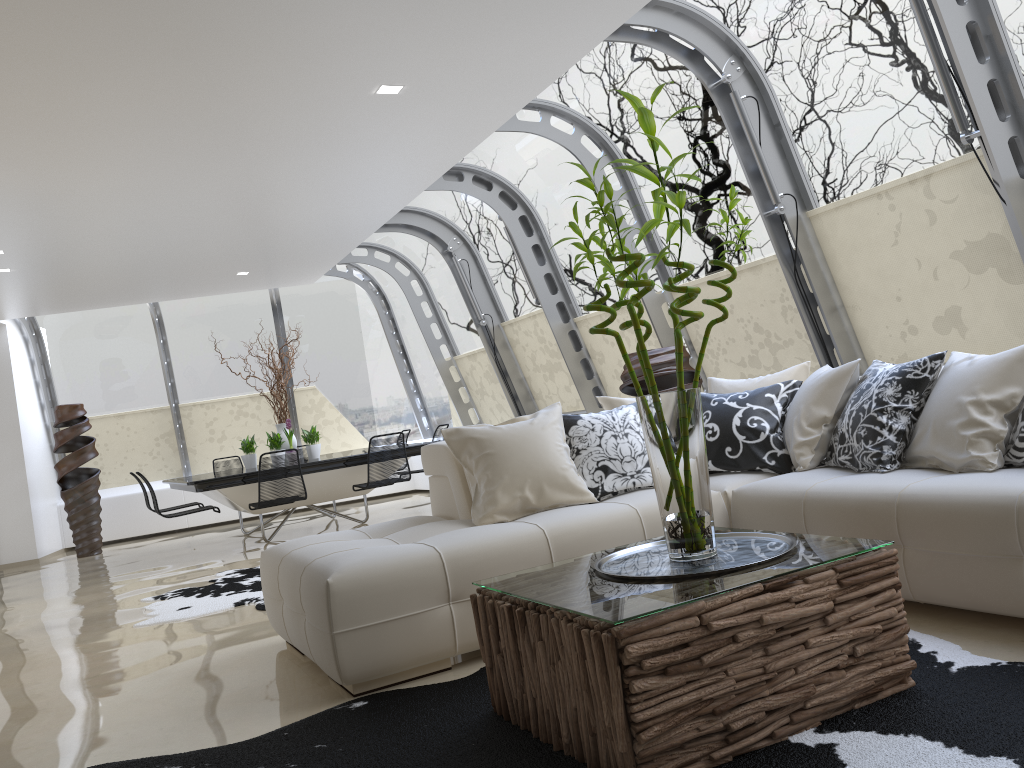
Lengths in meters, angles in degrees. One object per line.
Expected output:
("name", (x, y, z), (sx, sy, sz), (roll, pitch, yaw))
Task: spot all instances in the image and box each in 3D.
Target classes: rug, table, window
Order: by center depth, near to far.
("rug", (0.405, 0.982, 2.661), (2.739, 0.008, 2.740), (-7, -2, -40))
("table", (0.513, 0.757, 2.706), (1.007, 0.448, 0.923), (-8, -2, -26))
("window", (-5.560, 0.517, 5.143), (16.693, 3.674, 16.171), (-8, -2, -20))
("rug", (-1.078, 1.322, 6.532), (3.220, 0.008, 2.705), (-8, -2, -26))
("table", (-2.343, 1.228, 9.714), (2.494, 0.759, 3.031), (-8, -2, -26))

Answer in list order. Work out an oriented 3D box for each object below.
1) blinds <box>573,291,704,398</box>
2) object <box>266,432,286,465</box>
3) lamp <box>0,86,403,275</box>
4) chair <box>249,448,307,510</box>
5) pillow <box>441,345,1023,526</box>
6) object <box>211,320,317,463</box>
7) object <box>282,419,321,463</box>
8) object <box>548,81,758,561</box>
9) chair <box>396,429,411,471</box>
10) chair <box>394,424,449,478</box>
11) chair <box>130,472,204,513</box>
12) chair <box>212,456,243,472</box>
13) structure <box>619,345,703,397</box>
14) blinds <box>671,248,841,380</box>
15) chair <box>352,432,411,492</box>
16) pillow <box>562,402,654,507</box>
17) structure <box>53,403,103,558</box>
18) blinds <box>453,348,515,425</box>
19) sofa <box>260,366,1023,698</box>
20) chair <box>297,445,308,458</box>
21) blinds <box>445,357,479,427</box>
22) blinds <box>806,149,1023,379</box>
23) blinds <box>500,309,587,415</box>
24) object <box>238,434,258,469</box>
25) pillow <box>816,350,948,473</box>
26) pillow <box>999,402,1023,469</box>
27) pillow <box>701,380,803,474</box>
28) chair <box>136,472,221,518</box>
("blinds", (1.116, -0.204, 7.893), (0.329, 1.027, 1.430), (-8, -2, -26))
("object", (-2.499, 0.672, 9.392), (0.215, 0.369, 0.284), (-9, -2, 7))
("lamp", (-5.156, -1.081, 3.352), (9.775, 0.004, 9.928), (-8, -2, -25))
("chair", (-2.147, 0.870, 8.068), (0.446, 0.519, 0.688), (-8, -2, -26))
("pillow", (1.413, 0.147, 3.862), (3.322, 0.530, 1.656), (-10, -2, 34))
("object", (-2.694, 0.113, 9.707), (1.031, 1.549, 1.135), (-8, -2, -34))
("object", (-2.261, 0.593, 9.664), (0.417, 0.476, 0.238), (-9, -2, 2))
("object", (0.469, -0.229, 2.810), (0.673, 1.546, 0.584), (-9, -2, 13))
("chair", (-1.571, 0.865, 10.893), (0.688, 0.519, 0.446), (-8, -2, -26))
("chair", (-1.019, 0.747, 9.749), (0.688, 0.519, 0.446), (-8, -2, -26))
("chair", (-3.808, 1.174, 9.784), (0.688, 0.519, 0.446), (-8, -2, -26))
("chair", (-3.436, 1.150, 10.907), (0.446, 0.519, 0.688), (-8, -2, -26))
("structure", (1.104, 0.373, 6.281), (0.674, 1.258, 0.672), (-10, -2, 41))
("blinds", (1.781, -0.346, 6.512), (0.329, 1.027, 1.430), (-8, -2, -26))
("chair", (-1.260, 0.747, 8.508), (0.446, 0.519, 0.688), (-8, -2, -26))
("pillow", (0.489, 0.333, 4.333), (0.604, 0.471, 0.394), (-8, -2, -10))
("structure", (-5.192, 1.157, 10.643), (0.498, 1.843, 0.493), (-8, -2, -15))
("blinds", (-0.216, 0.080, 10.655), (0.329, 1.027, 1.430), (-8, -2, -26))
("sofa", (1.059, 0.468, 3.277), (3.257, 0.866, 4.169), (-8, -2, -26))
("chair", (-2.613, 1.036, 11.315), (0.446, 0.519, 0.688), (-8, -2, -26))
("blinds", (-0.736, 0.743, 12.255), (0.663, 2.118, 1.829), (-8, -2, -26))
("blinds", (2.403, -0.577, 5.131), (0.387, 1.214, 1.376), (-8, -2, -26))
("blinds", (0.411, -0.152, 9.262), (0.387, 1.214, 1.376), (-8, -2, -26))
("object", (-2.870, 0.738, 9.689), (0.215, 0.369, 0.284), (-9, -2, 12))
("pillow", (1.580, 0.132, 3.832), (0.382, 0.467, 0.608), (-8, -2, -7))
("pillow", (1.959, 0.058, 3.046), (0.383, 0.463, 0.606), (-8, -2, -7))
("pillow", (1.136, 0.248, 4.435), (0.599, 0.483, 0.405), (-10, -2, 32))
("chair", (-3.256, 1.056, 8.639), (0.688, 0.519, 0.446), (-8, -2, -26))
